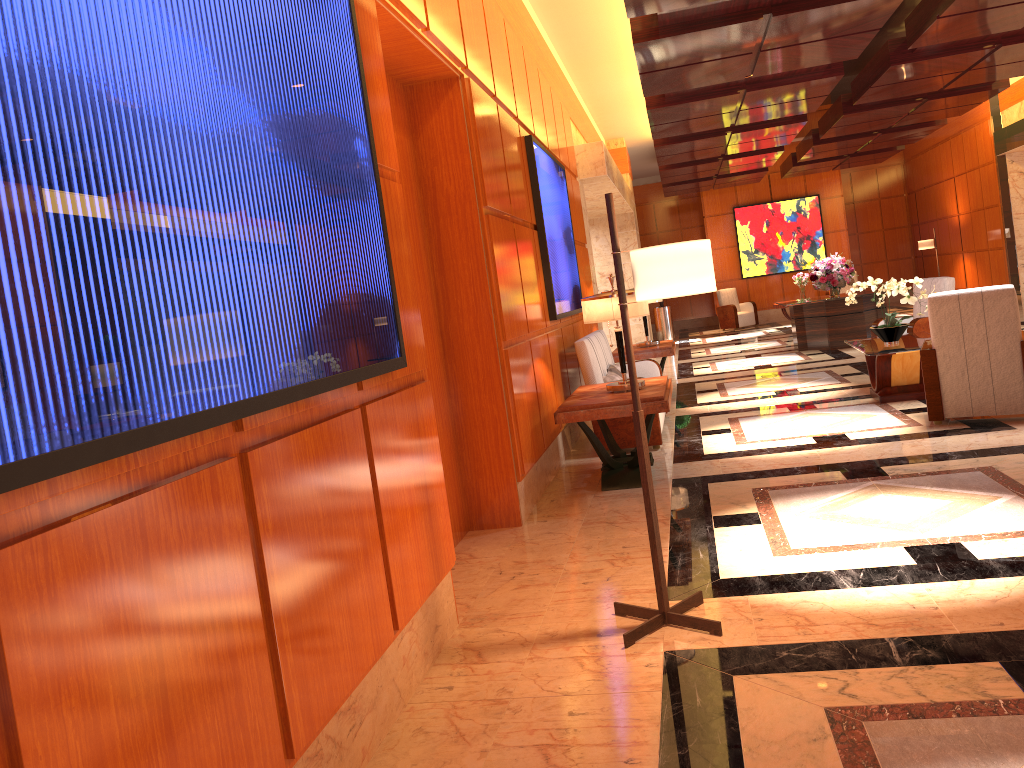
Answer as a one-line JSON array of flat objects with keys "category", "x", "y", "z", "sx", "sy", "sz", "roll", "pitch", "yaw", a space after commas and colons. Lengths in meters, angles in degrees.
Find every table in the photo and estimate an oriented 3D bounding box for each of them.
[{"category": "table", "x": 6.125, "y": -1.479, "z": 18.541, "sx": 1.166, "sy": 0.533, "sz": 0.727, "roll": -7, "pitch": 4, "yaw": 11}, {"category": "table", "x": 1.568, "y": -0.138, "z": 10.326, "sx": 0.725, "sy": 0.605, "sz": 1.275, "roll": -7, "pitch": 5, "yaw": 12}, {"category": "table", "x": 4.937, "y": -0.962, "z": 13.443, "sx": 1.598, "sy": 0.743, "sz": 1.606, "roll": -7, "pitch": 5, "yaw": 11}, {"category": "table", "x": 3.475, "y": -0.132, "z": 7.923, "sx": 0.721, "sy": 0.495, "sz": 1.566, "roll": -7, "pitch": 5, "yaw": 14}, {"category": "table", "x": 0.776, "y": 0.344, "z": 6.191, "sx": 0.725, "sy": 0.605, "sz": 1.275, "roll": -7, "pitch": 5, "yaw": 12}]

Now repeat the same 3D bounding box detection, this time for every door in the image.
[{"category": "door", "x": -0.432, "y": -0.364, "z": 4.443, "sx": 0.340, "sy": 2.646, "sz": 1.543, "roll": -7, "pitch": 3, "yaw": 12}]

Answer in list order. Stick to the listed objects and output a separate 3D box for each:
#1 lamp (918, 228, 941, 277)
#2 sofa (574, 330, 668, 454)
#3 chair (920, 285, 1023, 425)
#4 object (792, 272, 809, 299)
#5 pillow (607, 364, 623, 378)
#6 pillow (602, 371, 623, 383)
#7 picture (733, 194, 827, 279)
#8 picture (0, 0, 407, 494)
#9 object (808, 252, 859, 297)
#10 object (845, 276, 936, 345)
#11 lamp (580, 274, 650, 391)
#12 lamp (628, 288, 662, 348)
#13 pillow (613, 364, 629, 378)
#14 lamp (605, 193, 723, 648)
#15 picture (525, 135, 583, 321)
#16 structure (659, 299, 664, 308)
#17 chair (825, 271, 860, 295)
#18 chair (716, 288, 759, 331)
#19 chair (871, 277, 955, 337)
[{"category": "lamp", "x": 8.983, "y": -2.474, "z": 18.835, "sx": 0.526, "sy": 1.657, "sz": 0.360, "roll": -8, "pitch": 3, "yaw": 1}, {"category": "sofa", "x": 1.007, "y": -0.014, "z": 7.870, "sx": 0.612, "sy": 0.930, "sz": 1.805, "roll": -7, "pitch": 5, "yaw": 12}, {"category": "chair", "x": 3.380, "y": -0.229, "z": 6.404, "sx": 0.736, "sy": 0.959, "sz": 0.631, "roll": -6, "pitch": 4, "yaw": 30}, {"category": "object", "x": 6.067, "y": -2.043, "z": 18.540, "sx": 0.350, "sy": 0.595, "sz": 0.328, "roll": -6, "pitch": 4, "yaw": 31}, {"category": "pillow", "x": 0.931, "y": -0.042, "z": 7.862, "sx": 0.160, "sy": 0.252, "sz": 0.359, "roll": -8, "pitch": 4, "yaw": 8}, {"category": "pillow", "x": 0.878, "y": 0.013, "z": 7.431, "sx": 0.195, "sy": 0.226, "sz": 0.345, "roll": -7, "pitch": 5, "yaw": 17}, {"category": "picture", "x": 6.376, "y": -3.490, "z": 21.075, "sx": 1.994, "sy": 1.733, "sz": 0.057, "roll": -7, "pitch": 3, "yaw": 11}, {"category": "picture", "x": -0.688, "y": -0.661, "z": 2.153, "sx": 0.056, "sy": 1.449, "sz": 2.003, "roll": -7, "pitch": 4, "yaw": 12}, {"category": "object", "x": 4.837, "y": -1.654, "z": 13.390, "sx": 0.649, "sy": 0.657, "sz": 0.682, "roll": -8, "pitch": 4, "yaw": 3}, {"category": "object", "x": 3.320, "y": -0.661, "z": 7.791, "sx": 0.789, "sy": 0.616, "sz": 0.418, "roll": -9, "pitch": 4, "yaw": -11}, {"category": "lamp", "x": 0.731, "y": -0.363, "z": 6.077, "sx": 0.460, "sy": 0.792, "sz": 0.458, "roll": -10, "pitch": 4, "yaw": -27}, {"category": "lamp", "x": 1.511, "y": -0.829, "z": 10.146, "sx": 0.458, "sy": 0.808, "sz": 0.460, "roll": -7, "pitch": 4, "yaw": 21}, {"category": "pillow", "x": 1.051, "y": -0.083, "z": 8.294, "sx": 0.202, "sy": 0.229, "sz": 0.274, "roll": -7, "pitch": 4, "yaw": 14}, {"category": "lamp", "x": 0.560, "y": 0.094, "z": 3.360, "sx": 0.526, "sy": 1.657, "sz": 0.360, "roll": -8, "pitch": 3, "yaw": 1}, {"category": "picture", "x": 0.412, "y": -1.329, "z": 7.893, "sx": 0.056, "sy": 1.449, "sz": 2.003, "roll": -7, "pitch": 4, "yaw": 12}, {"category": "structure", "x": 3.230, "y": -2.012, "z": 19.433, "sx": 0.722, "sy": 1.709, "sz": 0.722, "roll": -9, "pitch": 3, "yaw": -11}, {"category": "chair", "x": 7.617, "y": -2.067, "z": 20.292, "sx": 0.736, "sy": 0.959, "sz": 0.631, "roll": -6, "pitch": 4, "yaw": 30}, {"category": "chair", "x": 5.250, "y": -1.777, "z": 20.766, "sx": 0.740, "sy": 0.959, "sz": 0.628, "roll": -10, "pitch": 4, "yaw": -30}, {"category": "chair", "x": 4.230, "y": -0.605, "z": 9.267, "sx": 0.629, "sy": 0.959, "sz": 0.739, "roll": -9, "pitch": 4, "yaw": -10}]
